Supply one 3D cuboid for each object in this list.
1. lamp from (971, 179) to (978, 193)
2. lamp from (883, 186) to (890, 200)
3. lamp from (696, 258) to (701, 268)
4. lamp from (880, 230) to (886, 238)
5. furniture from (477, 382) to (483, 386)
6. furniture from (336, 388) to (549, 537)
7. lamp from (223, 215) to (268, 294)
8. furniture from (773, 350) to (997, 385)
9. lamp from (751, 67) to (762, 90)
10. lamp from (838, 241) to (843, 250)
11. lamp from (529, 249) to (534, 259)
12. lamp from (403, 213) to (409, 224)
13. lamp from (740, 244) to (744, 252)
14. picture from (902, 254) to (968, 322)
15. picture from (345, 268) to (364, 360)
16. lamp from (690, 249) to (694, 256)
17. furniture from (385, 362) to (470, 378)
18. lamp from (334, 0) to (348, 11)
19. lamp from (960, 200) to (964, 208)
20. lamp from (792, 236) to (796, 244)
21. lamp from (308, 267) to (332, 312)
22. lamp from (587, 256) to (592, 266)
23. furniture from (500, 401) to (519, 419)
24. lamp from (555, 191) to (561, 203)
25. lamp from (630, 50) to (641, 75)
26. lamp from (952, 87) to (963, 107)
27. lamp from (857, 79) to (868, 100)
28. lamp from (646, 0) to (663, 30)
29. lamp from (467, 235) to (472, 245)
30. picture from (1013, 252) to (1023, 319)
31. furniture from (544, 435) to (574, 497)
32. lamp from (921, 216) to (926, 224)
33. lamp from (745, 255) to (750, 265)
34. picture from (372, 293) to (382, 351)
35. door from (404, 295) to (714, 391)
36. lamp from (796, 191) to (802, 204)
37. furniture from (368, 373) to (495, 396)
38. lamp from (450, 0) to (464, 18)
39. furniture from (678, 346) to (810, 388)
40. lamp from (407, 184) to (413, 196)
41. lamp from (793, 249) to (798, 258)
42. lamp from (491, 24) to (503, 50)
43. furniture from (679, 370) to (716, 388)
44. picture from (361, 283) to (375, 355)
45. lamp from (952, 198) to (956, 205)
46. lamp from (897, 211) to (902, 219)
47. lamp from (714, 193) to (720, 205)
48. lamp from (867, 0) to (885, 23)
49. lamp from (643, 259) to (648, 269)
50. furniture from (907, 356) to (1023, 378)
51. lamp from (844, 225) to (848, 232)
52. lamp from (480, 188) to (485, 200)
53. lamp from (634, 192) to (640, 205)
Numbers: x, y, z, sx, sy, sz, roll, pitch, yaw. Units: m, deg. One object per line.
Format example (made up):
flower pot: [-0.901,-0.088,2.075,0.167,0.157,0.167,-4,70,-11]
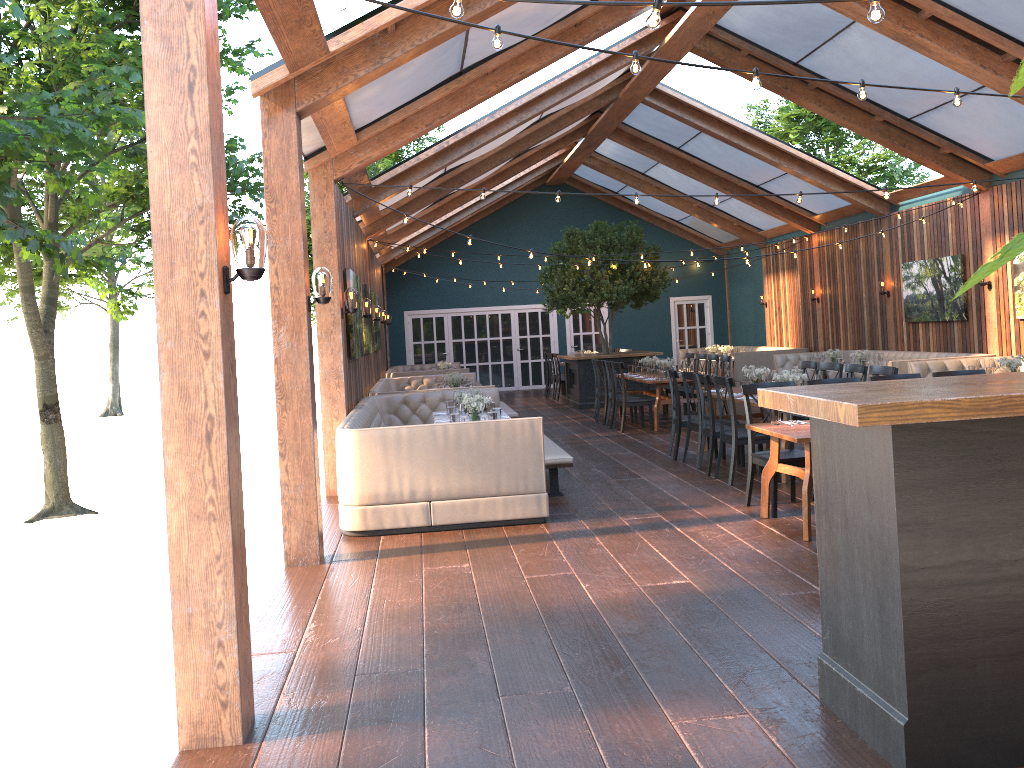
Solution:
lamp: [4.193,-1.794,8.017,0.056,0.119,0.059,-3,0,-26]
lamp: [3.449,-1.760,8.154,0.056,0.121,0.056,-3,0,-38]
lamp: [2.312,-1.501,10.989,0.056,0.120,0.056,-3,0,0]
lamp: [5.090,-2.059,12.133,0.071,0.116,0.056,-3,0,16]
furniture: [-0.806,0.216,19.788,0.313,0.399,2.331,-3,3,-6]
furniture: [-0.781,0.635,9.131,1.710,0.859,4.162,-3,3,-6]
lamp: [-1.093,-0.532,3.634,0.178,0.320,0.146,-3,0,-6]
furniture: [5.896,-0.052,14.391,1.710,0.859,4.162,-3,3,-6]
lamp: [1.321,-1.650,4.790,0.056,0.121,0.056,-3,0,11]
lamp: [4.402,-1.861,11.858,0.056,0.121,0.056,-3,0,22]
lamp: [0.217,-1.480,10.064,0.056,0.120,0.056,-3,0,-9]
lamp: [-1.130,-1.768,9.434,0.068,0.117,0.056,-3,0,1]
lamp: [3.523,-2.086,13.557,0.067,0.117,0.056,-4,1,-43]
picture: [6.710,-1.497,14.112,0.065,0.997,1.652,-3,2,-6]
picture: [-1.842,-0.801,10.406,0.065,0.997,1.652,-3,2,-6]
lamp: [2.780,-2.035,13.687,0.056,0.121,0.056,-3,0,9]
furniture: [-1.887,0.053,19.656,1.710,0.859,4.162,-3,3,-6]
lamp: [-0.743,-1.678,3.842,0.056,0.118,0.067,-3,1,2]
lamp: [6.433,-2.575,12.663,0.062,0.119,0.056,-3,0,-23]
lamp: [4.266,-2.183,13.385,0.056,0.121,0.056,-3,0,15]
lamp: [-1.381,-0.684,6.379,0.178,0.320,0.146,-3,0,-6]
lamp: [0.905,-1.440,10.383,0.056,0.120,0.056,-3,0,44]
furniture: [-0.171,0.551,13.748,0.313,0.399,2.331,-3,3,-6]
lamp: [0.458,-1.847,8.733,0.075,0.114,0.056,-2,1,40]
lamp: [0.624,-1.626,4.476,0.056,0.121,0.056,-3,0,-13]
lamp: [2.713,-1.748,5.394,0.056,0.121,0.056,-3,0,20]
lamp: [2.016,-1.694,5.092,0.056,0.121,0.056,-3,0,13]
lamp: [0.527,-1.374,3.281,0.065,0.118,0.056,-3,0,-3]
lamp: [-0.469,-1.586,9.753,0.056,0.119,0.059,-3,0,25]
picture: [7.008,-1.344,11.337,0.065,0.997,1.652,-3,2,-6]
furniture: [0.301,0.799,9.254,0.313,0.399,2.331,-3,3,-6]
lamp: [5.770,-2.297,12.399,0.060,0.119,0.056,-3,0,17]
lamp: [3.002,-1.585,11.299,0.056,0.120,0.056,-3,0,13]
picture: [-2.433,-1.105,15.908,0.065,0.997,1.652,-3,2,-6]
door: [1.325,-1.020,23.260,8.174,2.211,0.174,-3,0,-6]
lamp: [2.693,-1.748,8.300,0.057,0.120,0.056,-3,0,-12]
furniture: [-1.254,0.386,13.639,1.710,0.859,4.162,-3,3,-6]
lamp: [-0.215,-1.475,3.421,0.056,0.120,0.056,-3,0,2]
furniture: [5.265,-0.385,20.398,1.710,0.859,4.162,-3,3,-6]
lamp: [-1.041,-1.966,8.985,0.056,0.118,0.064,-3,1,-32]
lamp: [3.707,-1.703,11.576,0.056,0.121,0.056,-3,0,-19]
lamp: [-0.072,-1.632,4.164,0.056,0.121,0.056,-3,0,-28]
furniture: [4.171,-0.089,20.314,0.313,0.399,2.331,-3,3,-6]
picture: [-2.140,-0.955,13.181,0.065,0.997,1.652,-3,2,-6]
lamp: [6.429,-2.654,12.881,0.056,0.121,0.056,-3,0,16]
lamp: [5.716,-2.488,13.053,0.056,0.120,0.056,-3,0,37]
lamp: [1.950,-1.763,8.439,0.056,0.121,0.056,-3,0,9]
lamp: [1.276,-1.328,3.107,0.056,0.120,0.056,-3,0,-40]
lamp: [1.607,-1.451,10.692,0.056,0.121,0.056,-3,0,-7]
furniture: [6.368,0.197,9.893,1.710,0.859,4.162,-3,3,-6]
lamp: [4.992,-2.327,13.235,0.063,0.118,0.056,-3,0,-13]
lamp: [-0.295,-1.904,8.864,0.056,0.114,0.075,-3,1,-8]
lamp: [1.204,-1.797,8.566,0.056,0.120,0.056,-3,0,-30]
